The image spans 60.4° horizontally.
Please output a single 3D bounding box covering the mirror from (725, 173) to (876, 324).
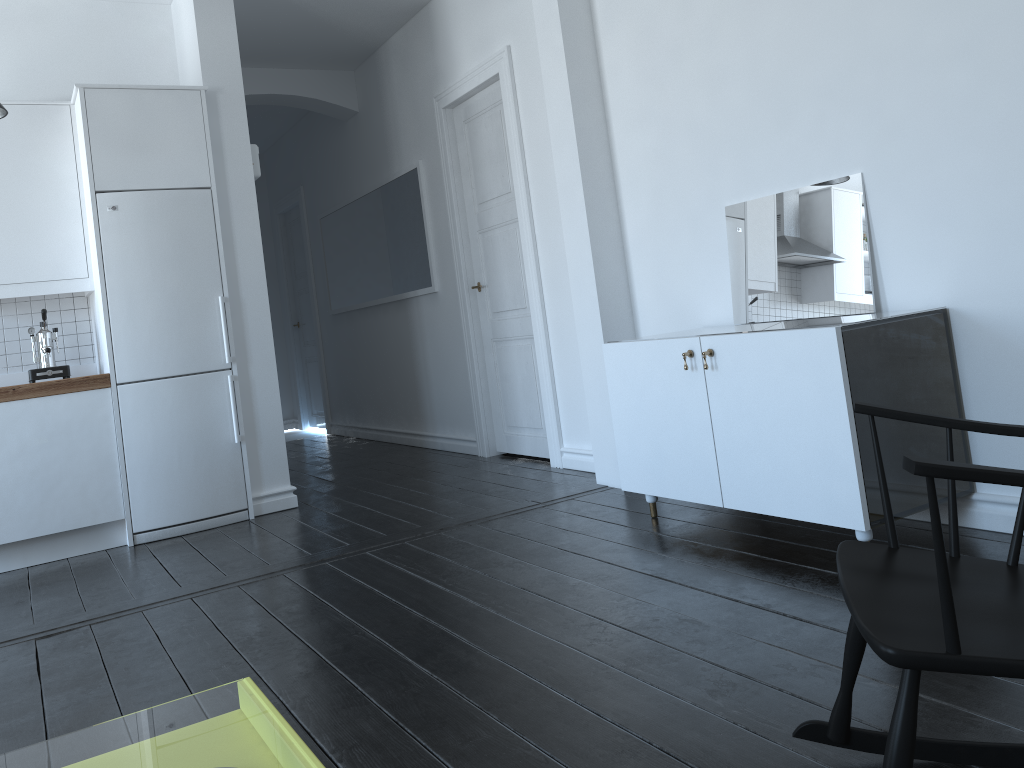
[{"bbox_3d":[1.099,-0.505,3.441,0.054,0.504,0.691,-6,1,-30],"label":"mirror"}]

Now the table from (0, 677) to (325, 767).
[{"bbox_3d":[-0.820,0.741,0.699,1.410,0.401,0.596,-10,3,-30],"label":"table"}]

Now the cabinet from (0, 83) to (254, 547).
[{"bbox_3d":[-3.353,-0.179,4.253,3.813,2.382,0.772,-9,-1,-26],"label":"cabinet"}]

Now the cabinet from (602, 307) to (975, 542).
[{"bbox_3d":[0.936,0.155,3.269,0.593,0.737,1.193,-7,2,-30],"label":"cabinet"}]

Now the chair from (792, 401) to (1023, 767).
[{"bbox_3d":[0.832,0.176,1.311,0.902,1.010,0.613,-7,-1,15],"label":"chair"}]

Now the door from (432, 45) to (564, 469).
[{"bbox_3d":[-0.082,-0.755,5.564,0.116,2.486,1.032,-6,-2,-30],"label":"door"}]

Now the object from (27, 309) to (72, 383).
[{"bbox_3d":[-2.447,-0.200,4.631,0.207,0.371,0.350,-7,0,-30],"label":"object"}]

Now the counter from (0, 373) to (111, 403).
[{"bbox_3d":[-3.573,0.213,4.048,3.120,0.074,0.841,-10,5,-30],"label":"counter"}]

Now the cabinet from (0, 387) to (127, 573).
[{"bbox_3d":[-3.540,0.643,4.081,3.200,0.818,0.724,-9,1,-22],"label":"cabinet"}]

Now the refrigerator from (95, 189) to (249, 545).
[{"bbox_3d":[-1.917,-0.125,4.878,0.579,1.810,0.675,-6,-2,-30],"label":"refrigerator"}]

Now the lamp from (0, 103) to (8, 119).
[{"bbox_3d":[-2.575,-1.699,4.030,0.387,0.944,0.382,-7,-2,-21],"label":"lamp"}]

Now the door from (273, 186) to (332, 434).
[{"bbox_3d":[-2.156,-0.744,9.179,0.116,2.486,1.061,-6,-2,-30],"label":"door"}]
